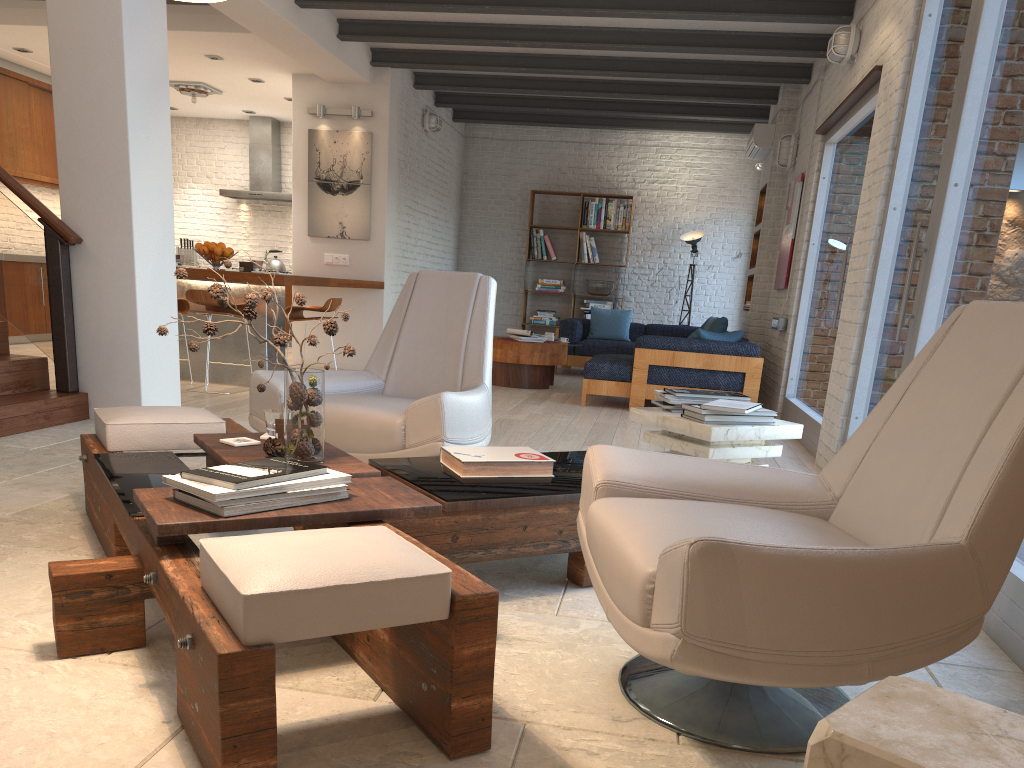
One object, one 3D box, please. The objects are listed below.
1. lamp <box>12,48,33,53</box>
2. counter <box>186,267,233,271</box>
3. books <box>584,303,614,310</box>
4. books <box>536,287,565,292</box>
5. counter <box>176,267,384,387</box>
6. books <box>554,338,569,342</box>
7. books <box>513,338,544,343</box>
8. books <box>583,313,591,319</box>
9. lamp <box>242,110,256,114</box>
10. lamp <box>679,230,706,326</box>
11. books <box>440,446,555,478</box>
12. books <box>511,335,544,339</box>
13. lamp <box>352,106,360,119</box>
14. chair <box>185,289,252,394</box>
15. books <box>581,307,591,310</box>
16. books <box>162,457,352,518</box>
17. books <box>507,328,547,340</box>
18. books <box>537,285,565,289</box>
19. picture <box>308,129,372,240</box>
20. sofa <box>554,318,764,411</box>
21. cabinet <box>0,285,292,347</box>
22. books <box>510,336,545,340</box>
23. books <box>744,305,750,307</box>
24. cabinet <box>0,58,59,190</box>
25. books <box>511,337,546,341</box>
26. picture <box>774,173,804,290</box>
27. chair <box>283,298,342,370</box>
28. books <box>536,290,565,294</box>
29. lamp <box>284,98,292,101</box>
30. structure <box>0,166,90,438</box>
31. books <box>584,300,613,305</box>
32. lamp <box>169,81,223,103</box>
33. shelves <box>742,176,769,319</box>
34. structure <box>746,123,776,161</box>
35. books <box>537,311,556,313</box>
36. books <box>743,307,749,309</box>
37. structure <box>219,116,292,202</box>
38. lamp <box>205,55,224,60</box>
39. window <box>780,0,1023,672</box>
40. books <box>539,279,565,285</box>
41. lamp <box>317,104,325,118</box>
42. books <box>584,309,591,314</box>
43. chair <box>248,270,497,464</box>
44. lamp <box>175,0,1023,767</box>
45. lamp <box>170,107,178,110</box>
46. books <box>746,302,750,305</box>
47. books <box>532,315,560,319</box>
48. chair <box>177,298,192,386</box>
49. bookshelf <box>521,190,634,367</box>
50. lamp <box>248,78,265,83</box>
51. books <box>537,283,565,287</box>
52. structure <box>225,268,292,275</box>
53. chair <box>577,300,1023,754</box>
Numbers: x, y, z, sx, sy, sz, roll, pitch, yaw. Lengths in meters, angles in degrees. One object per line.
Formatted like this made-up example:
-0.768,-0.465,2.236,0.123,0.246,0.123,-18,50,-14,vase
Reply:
-4.705,-3.229,8.382,0.123,0.057,0.119,5,8,8,lamp
-3.805,-1.344,10.344,3.512,0.073,3.225,5,6,8,counter
1.165,-1.041,11.678,0.379,0.067,0.236,4,7,3,books
0.514,-1.264,11.708,0.379,0.038,0.236,5,6,4,books
-2.373,-0.546,8.010,1.681,0.954,2.415,5,8,9,counter
0.504,-0.504,9.924,0.230,0.023,0.157,0,8,-33,books
0.160,-0.443,8.810,0.253,0.011,0.307,3,6,-12,books
1.154,-0.897,11.699,0.380,0.067,0.235,4,7,-5,books
-3.252,-3.382,10.779,0.123,0.057,0.119,5,8,8,lamp
2.382,-1.007,11.119,0.506,1.917,0.832,-1,15,-19,lamp
-0.053,0.263,2.966,0.326,0.058,0.246,2,7,-21,books
0.151,-0.475,8.792,0.253,0.011,0.307,2,6,-17,books
-1.521,-2.642,8.487,0.078,0.108,0.078,13,15,36,lamp
-2.317,-0.338,6.856,0.404,0.805,0.406,6,14,8,chair
1.150,-0.997,11.674,0.443,0.021,0.263,5,6,8,books
-0.625,0.252,2.190,0.245,0.077,0.395,10,9,41,books
0.154,-0.496,8.865,0.315,0.113,0.269,10,10,41,books
0.526,-1.300,11.690,0.379,0.038,0.236,4,6,2,books
-1.733,-1.995,8.751,0.653,1.055,0.019,6,16,8,picture
1.376,-0.279,9.320,2.073,0.685,3.822,5,7,9,sofa
-3.980,-1.932,10.580,4.771,2.943,2.185,0,13,-26,cabinet
0.153,-0.465,8.803,0.252,0.011,0.307,2,7,-22,books
2.595,-0.839,9.392,0.170,0.019,0.229,5,6,11,books
-5.217,-2.843,10.168,0.461,1.204,3.233,6,8,9,cabinet
0.161,-0.455,8.822,0.252,0.011,0.307,2,7,-22,books
2.512,-1.358,7.933,0.019,0.997,0.716,7,13,9,picture
-1.632,-0.334,7.285,0.422,0.805,0.388,6,14,8,chair
0.522,-1.235,11.721,0.355,0.021,0.263,5,6,8,books
-2.481,-3.220,9.807,0.123,0.057,0.119,5,8,8,lamp
-2.752,-1.967,5.357,10.126,4.299,13.405,5,7,9,structure
1.163,-1.092,11.660,0.379,0.038,0.236,5,6,8,books
-3.478,-3.161,9.530,0.449,0.177,0.435,5,8,8,lamp
2.671,-1.392,9.259,0.191,1.483,0.738,6,14,9,shelves
2.554,-2.487,8.990,0.199,0.227,0.788,6,7,9,structure
0.468,-0.977,11.818,0.242,0.009,0.151,5,6,8,books
2.588,-0.814,9.412,0.161,0.018,0.245,6,7,19,books
-3.218,-2.905,11.256,0.983,1.032,0.439,6,14,8,structure
-2.771,-3.057,8.113,0.123,0.057,0.119,5,8,8,lamp
2.489,-2.671,4.829,0.646,6.635,11.929,7,9,9,window
0.540,-1.368,11.687,0.325,0.058,0.247,5,7,11,books
-1.871,-2.673,8.536,0.078,0.108,0.078,13,15,36,lamp
1.129,-0.959,11.675,0.326,0.058,0.246,5,7,3,books
-0.495,-0.006,3.956,1.015,1.056,0.946,9,13,25,chair
-0.136,-0.392,1.324,1.979,2.442,0.314,15,19,43,lamp
-4.272,-3.472,10.921,0.123,0.057,0.119,5,8,8,lamp
2.600,-0.866,9.391,0.131,0.035,0.200,7,7,19,books
0.461,-0.909,11.814,0.379,0.019,0.236,4,6,1,books
-2.847,-0.385,6.930,0.404,0.805,0.406,6,14,8,chair
0.843,-1.360,11.620,1.314,2.288,0.350,6,15,8,bookshelf
-2.626,-3.139,8.960,0.123,0.057,0.119,5,8,8,lamp
0.530,-1.330,11.701,0.355,0.021,0.263,5,6,7,books
-3.331,-1.496,11.583,0.809,0.033,0.570,5,6,8,structure
0.721,0.289,2.067,0.984,1.037,0.986,3,11,-7,chair
